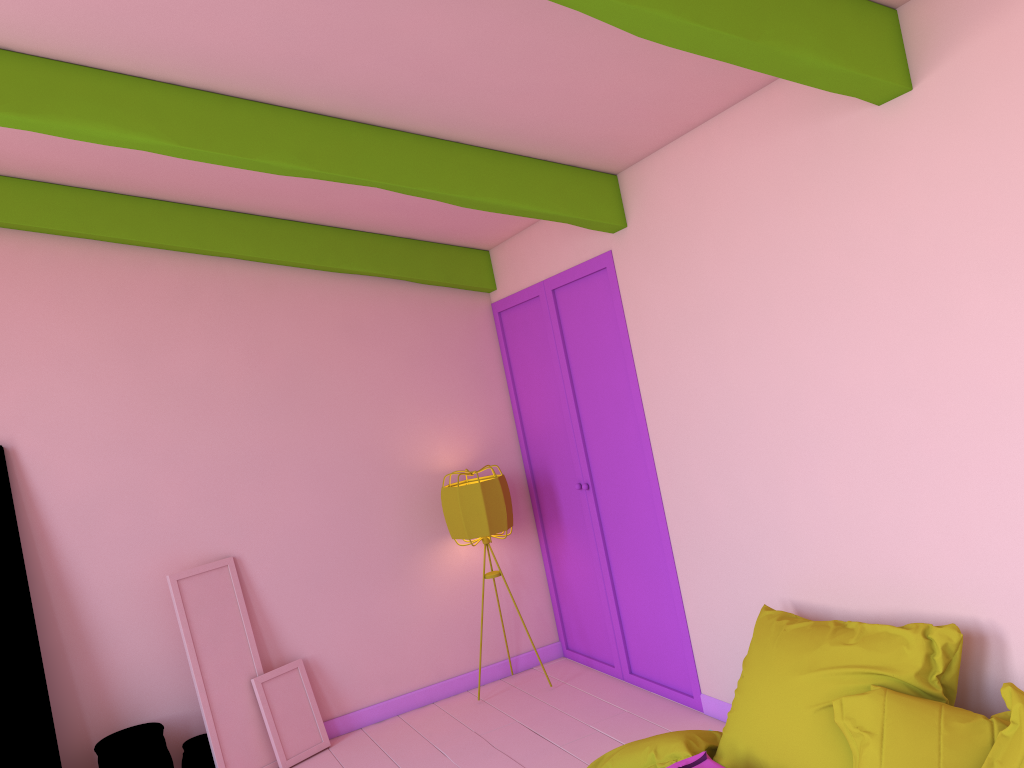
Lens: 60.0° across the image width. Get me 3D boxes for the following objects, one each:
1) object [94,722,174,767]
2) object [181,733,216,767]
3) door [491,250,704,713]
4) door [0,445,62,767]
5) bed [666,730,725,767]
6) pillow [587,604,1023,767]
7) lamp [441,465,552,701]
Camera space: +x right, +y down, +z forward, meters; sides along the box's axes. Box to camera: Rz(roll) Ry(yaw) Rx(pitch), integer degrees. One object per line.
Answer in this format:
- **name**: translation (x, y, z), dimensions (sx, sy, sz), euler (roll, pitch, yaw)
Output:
- **object**: translation (-2.094, 2.191, 4.956), dimensions (0.386, 0.471, 0.385), euler (-12, 0, 18)
- **object**: translation (-1.793, 2.221, 5.171), dimensions (0.260, 0.306, 0.260), euler (-12, 0, 8)
- **door**: translation (0.462, 0.615, 5.593), dimensions (0.108, 2.590, 1.678), euler (-12, 0, -25)
- **door**: translation (-3.087, 1.511, 4.585), dimensions (1.152, 2.211, 0.450), euler (-11, 0, -25)
- **bed**: translation (0.434, 1.638, 2.503), dimensions (2.800, 0.514, 3.579), euler (-11, -1, -25)
- **pillow**: translation (1.265, 1.310, 3.192), dimensions (0.847, 0.822, 2.620), euler (-11, -1, -35)
- **lamp**: translation (-0.111, 1.276, 5.869), dimensions (0.491, 1.466, 0.476), euler (-11, 0, 5)
